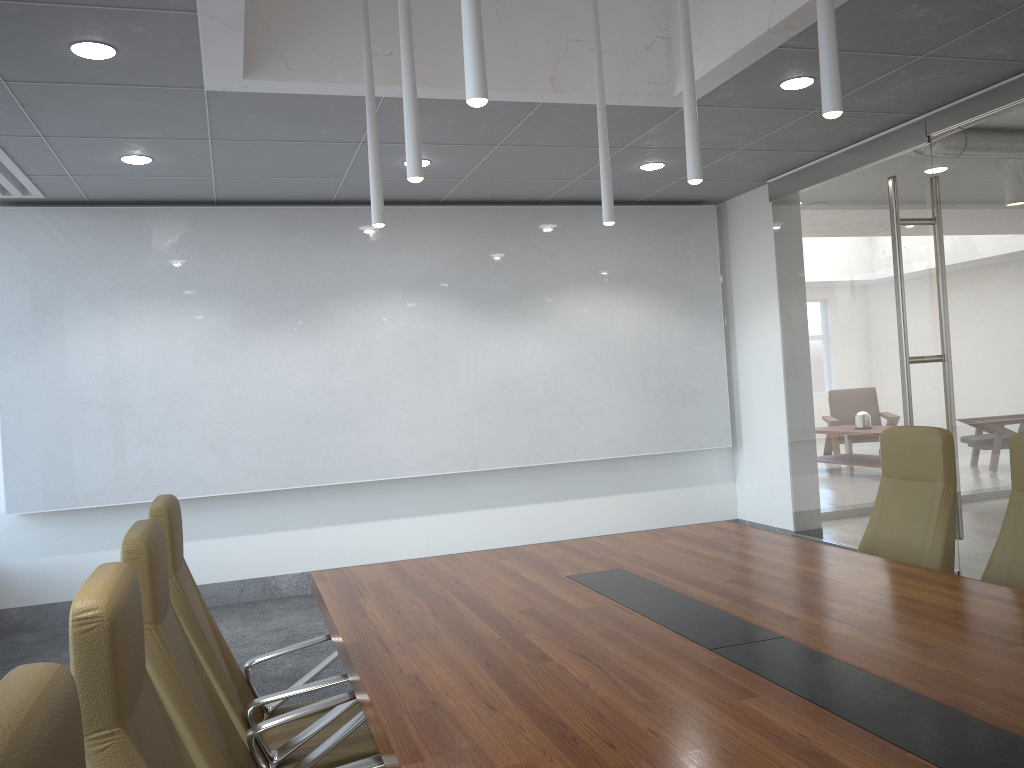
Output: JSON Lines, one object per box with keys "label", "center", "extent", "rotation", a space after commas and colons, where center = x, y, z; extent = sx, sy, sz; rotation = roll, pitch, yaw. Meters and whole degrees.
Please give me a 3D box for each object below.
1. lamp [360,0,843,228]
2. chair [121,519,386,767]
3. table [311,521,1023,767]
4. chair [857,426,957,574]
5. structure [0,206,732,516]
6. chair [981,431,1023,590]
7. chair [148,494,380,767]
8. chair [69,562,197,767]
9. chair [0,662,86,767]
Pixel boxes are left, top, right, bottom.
{"label": "lamp", "center": [0.895, -2.139, 1.575], "extent": [2.619, 2.378, 7.258], "rotation": [-4, 0, -17]}
{"label": "chair", "center": [-0.612, 1.078, 2.701], "extent": [0.955, 1.406, 0.711], "rotation": [-4, 0, -17]}
{"label": "table", "center": [1.117, 1.214, 1.562], "extent": [2.300, 0.895, 6.500], "rotation": [-4, 0, -17]}
{"label": "chair", "center": [1.624, 0.936, 4.254], "extent": [0.955, 1.406, 0.711], "rotation": [-4, 0, -17]}
{"label": "structure", "center": [1.052, -0.546, 1.589], "extent": [6.600, 2.466, 13.989], "rotation": [-4, 0, -17]}
{"label": "chair", "center": [1.863, 0.917, 3.491], "extent": [0.955, 1.406, 0.711], "rotation": [-4, 0, -17]}
{"label": "chair", "center": [-0.851, 1.097, 3.461], "extent": [0.955, 1.406, 0.711], "rotation": [-4, 0, -17]}
{"label": "chair", "center": [-0.380, 1.060, 1.960], "extent": [0.955, 1.406, 0.711], "rotation": [-4, 0, -17]}
{"label": "chair", "center": [-0.137, 1.041, 1.184], "extent": [0.955, 1.406, 0.711], "rotation": [-4, 0, -17]}
